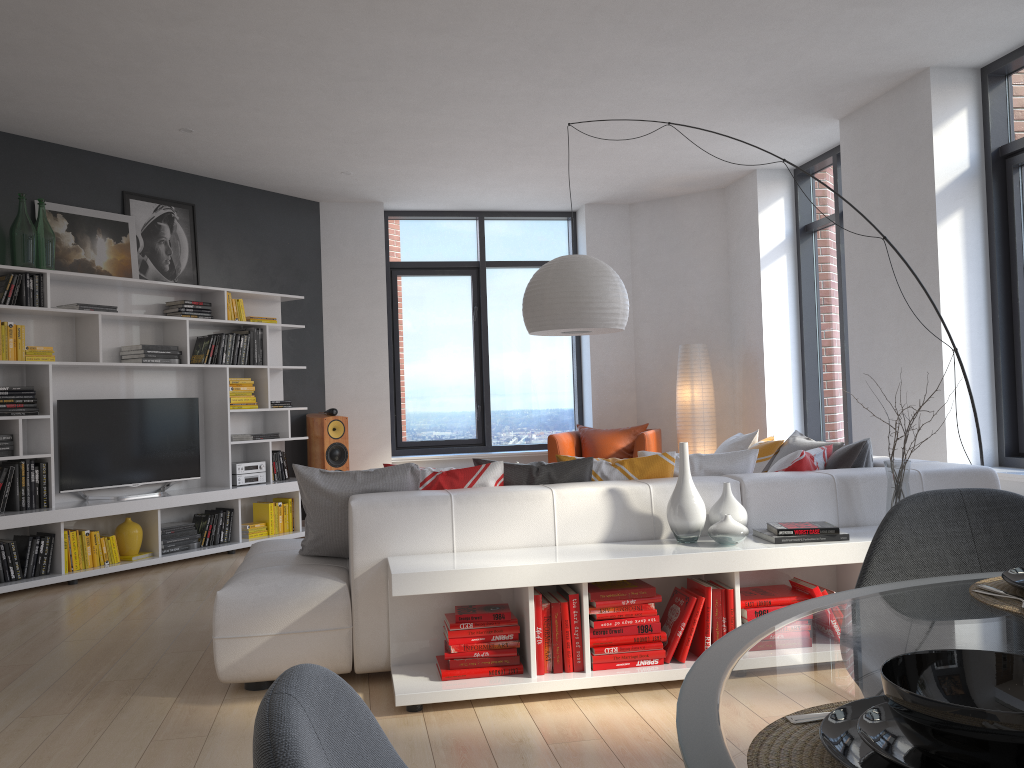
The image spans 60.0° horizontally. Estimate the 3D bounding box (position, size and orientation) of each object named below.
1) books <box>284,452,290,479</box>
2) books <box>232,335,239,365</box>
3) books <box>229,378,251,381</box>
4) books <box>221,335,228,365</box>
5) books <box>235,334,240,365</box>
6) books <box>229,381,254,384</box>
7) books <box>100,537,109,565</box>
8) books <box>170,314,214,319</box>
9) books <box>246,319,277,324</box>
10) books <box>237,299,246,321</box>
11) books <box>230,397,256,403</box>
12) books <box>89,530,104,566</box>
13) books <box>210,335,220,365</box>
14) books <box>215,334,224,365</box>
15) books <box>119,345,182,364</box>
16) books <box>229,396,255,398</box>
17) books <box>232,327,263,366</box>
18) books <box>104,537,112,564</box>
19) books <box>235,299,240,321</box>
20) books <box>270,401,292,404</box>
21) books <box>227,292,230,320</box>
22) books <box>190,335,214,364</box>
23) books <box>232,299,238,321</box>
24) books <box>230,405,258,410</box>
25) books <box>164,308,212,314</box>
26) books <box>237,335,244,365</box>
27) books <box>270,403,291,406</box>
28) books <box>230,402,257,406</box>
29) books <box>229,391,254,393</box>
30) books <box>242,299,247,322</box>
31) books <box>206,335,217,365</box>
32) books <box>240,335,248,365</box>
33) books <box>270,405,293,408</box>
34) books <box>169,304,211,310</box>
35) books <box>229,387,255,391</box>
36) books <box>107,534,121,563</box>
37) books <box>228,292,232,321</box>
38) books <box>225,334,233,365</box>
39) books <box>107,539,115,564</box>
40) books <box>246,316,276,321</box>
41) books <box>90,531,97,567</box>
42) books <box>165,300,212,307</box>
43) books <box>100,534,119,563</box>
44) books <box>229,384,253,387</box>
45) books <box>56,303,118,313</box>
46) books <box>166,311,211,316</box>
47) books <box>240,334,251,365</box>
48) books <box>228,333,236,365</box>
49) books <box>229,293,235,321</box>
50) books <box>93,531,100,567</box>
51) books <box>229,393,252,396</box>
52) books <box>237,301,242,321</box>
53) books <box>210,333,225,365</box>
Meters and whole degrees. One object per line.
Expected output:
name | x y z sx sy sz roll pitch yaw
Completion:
books | -1.970 0.691 7.486 0.179 0.233 0.077 -3 -1 35
books | -2.253 -0.263 7.074 0.172 0.242 0.069 -3 -2 36
books | -2.261 -0.032 7.193 0.163 0.023 0.223 -3 -2 39
books | -2.324 -0.263 7.011 0.179 0.243 0.068 -3 -1 33
books | -2.262 -0.270 7.108 0.192 0.254 0.075 -3 -1 34
books | -2.236 -0.009 7.188 0.163 0.023 0.223 -3 -2 39
books | -2.803 1.131 6.022 0.138 0.188 0.056 -3 -2 35
books | -2.485 -0.508 6.831 0.214 0.030 0.284 -3 -2 38
books | -2.110 -0.508 7.341 0.194 0.028 0.257 -3 -2 40
books | -2.211 -0.587 7.127 0.141 0.184 0.064 -3 -2 36
books | -2.232 0.133 7.170 0.189 0.042 0.243 -3 -1 35
books | -2.841 1.108 6.009 0.172 0.235 0.056 -3 -1 34
books | -2.366 -0.259 6.937 0.169 0.233 0.081 -3 -1 34
books | -2.336 -0.263 6.958 0.172 0.242 0.069 -3 -2 36
books | -2.672 -0.210 6.567 0.277 0.137 0.343 -3 -1 30
books | -2.246 0.105 7.176 0.189 0.014 0.251 -3 -2 38
books | -2.174 -0.297 7.285 0.259 0.321 0.128 -3 -1 35
books | -2.784 1.131 6.035 0.134 0.187 0.046 -3 -1 34
books | -2.233 -0.584 7.091 0.128 0.178 0.044 -3 -1 34
books | -1.990 0.154 7.452 0.161 0.023 0.213 -3 -2 38
books | -2.294 -0.609 7.007 0.161 0.229 0.041 -3 -1 33
books | -2.411 -0.259 6.889 0.182 0.234 0.104 -3 -2 35
books | -2.250 -0.584 7.078 0.132 0.180 0.054 -3 -2 35
books | -2.218 0.191 7.163 0.194 0.028 0.257 -3 -2 40
books | -2.505 -0.557 6.847 0.214 0.030 0.284 -3 -2 38
books | -2.236 -0.266 7.122 0.179 0.243 0.071 -3 -1 34
books | -1.978 0.173 7.441 0.142 0.015 0.198 -3 -1 33
books | -2.227 0.166 7.166 0.203 0.024 0.257 -3 -2 38
books | -2.243 0.068 7.178 0.171 0.019 0.239 -3 -1 35
books | -2.205 -0.587 7.151 0.142 0.184 0.044 -3 -2 35
books | -2.395 -0.258 6.919 0.187 0.234 0.096 -3 -2 35
books | -2.224 -0.268 7.160 0.191 0.249 0.084 -3 -1 35
books | -1.975 0.192 7.440 0.161 0.023 0.213 -3 -2 38
books | -2.482 -0.586 6.835 0.180 0.026 0.246 -3 -2 37
books | -2.236 0.042 7.186 0.176 0.033 0.239 -3 -2 38
books | -2.755 1.128 6.098 0.149 0.193 0.046 -3 -2 35
books | -2.297 -0.607 7.036 0.163 0.224 0.041 -3 -1 33
books | -2.307 -0.268 7.044 0.191 0.249 0.084 -3 -1 35
books | -2.763 1.140 6.044 0.113 0.169 0.049 -3 -1 34
books | -2.119 -0.533 7.343 0.203 0.024 0.257 -3 -2 38
books | -2.849 1.105 5.947 0.169 0.240 0.043 -3 -1 33
books | -2.494 -0.613 6.839 0.209 0.030 0.266 -3 -1 28
books | -2.762 1.128 6.074 0.148 0.193 0.067 -3 -2 36
books | -2.243 0.014 7.183 0.227 0.022 0.160 -1 -2 -40
books | -2.948 -0.515 6.155 0.250 0.047 0.310 -3 -1 30
books | -2.490 -0.533 6.832 0.189 0.020 0.264 -3 -1 33
books | -2.205 -0.273 7.188 0.197 0.260 0.066 -3 -1 35
books | -2.289 -0.272 7.073 0.197 0.260 0.066 -3 -1 35
books | -2.287 -0.606 7.066 0.164 0.224 0.054 -3 -1 34
books | -2.851 1.108 5.978 0.171 0.235 0.043 -3 -1 33
books | -2.235 0.087 7.158 0.145 0.023 0.217 -3 -2 39
books | -2.213 -0.575 7.099 0.108 0.161 0.046 -3 -1 34
books | -2.345 -0.269 6.992 0.192 0.254 0.075 -3 -1 34
